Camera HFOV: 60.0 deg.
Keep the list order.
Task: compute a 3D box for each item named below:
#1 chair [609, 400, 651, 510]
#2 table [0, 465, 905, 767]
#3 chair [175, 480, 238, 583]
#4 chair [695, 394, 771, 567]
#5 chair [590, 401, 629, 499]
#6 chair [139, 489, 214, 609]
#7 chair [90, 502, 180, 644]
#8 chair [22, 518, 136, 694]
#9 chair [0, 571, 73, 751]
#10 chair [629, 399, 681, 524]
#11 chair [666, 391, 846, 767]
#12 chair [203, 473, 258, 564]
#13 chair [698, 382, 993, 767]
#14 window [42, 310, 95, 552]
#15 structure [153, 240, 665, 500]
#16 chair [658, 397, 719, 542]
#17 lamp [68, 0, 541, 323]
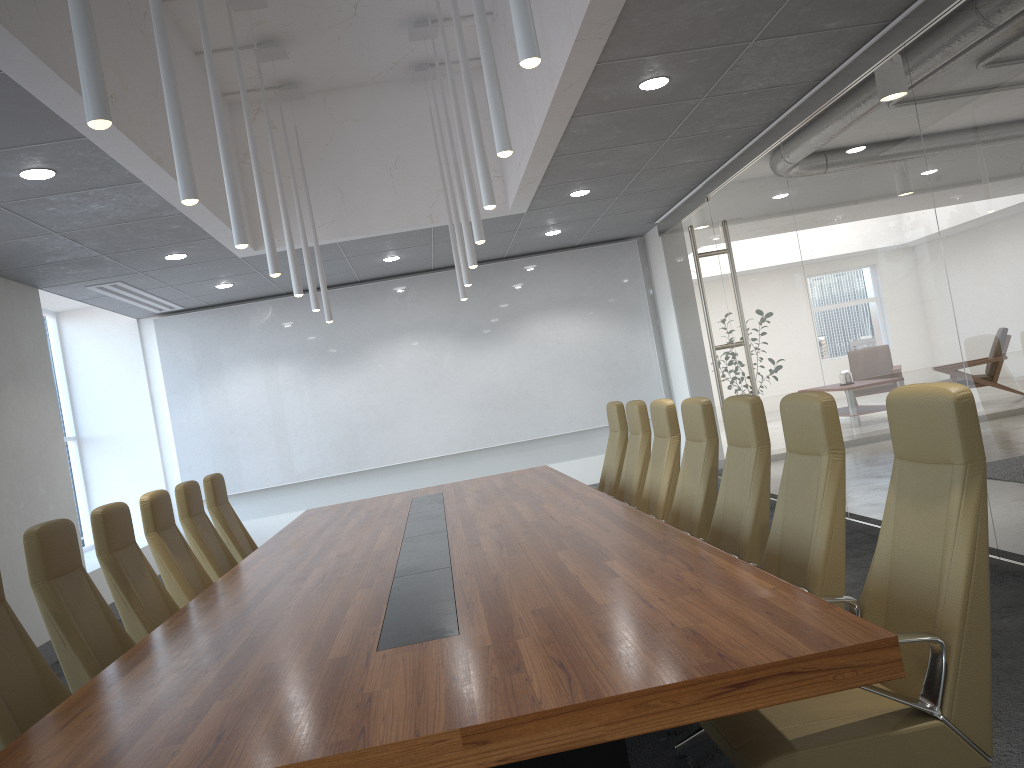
[{"bbox_3d":[0.661,0.895,6.931,0.955,1.406,0.711,-10,-1,-5],"label":"chair"},{"bbox_3d":[-0.433,1.325,5.203,2.300,0.895,6.500,-10,-1,-5],"label":"table"},{"bbox_3d":[-1.891,1.346,6.680,0.955,1.406,0.711,-10,-1,-5],"label":"chair"},{"bbox_3d":[0.875,0.824,4.537,0.955,1.406,0.711,-10,-1,-5],"label":"chair"},{"bbox_3d":[0.590,0.919,7.727,0.955,1.406,0.711,-10,-1,-5],"label":"chair"},{"bbox_3d":[-1.822,1.323,5.908,0.955,1.406,0.711,-10,-1,-5],"label":"chair"},{"bbox_3d":[-1.749,1.299,5.097,0.955,1.406,0.711,-10,-1,-5],"label":"chair"},{"bbox_3d":[-1.678,1.276,4.296,0.955,1.406,0.711,-10,-1,-5],"label":"chair"},{"bbox_3d":[-1.606,1.252,3.491,0.955,1.406,0.711,-10,-1,-5],"label":"chair"},{"bbox_3d":[0.733,0.871,6.125,0.955,1.406,0.711,-10,-1,-5],"label":"chair"},{"bbox_3d":[0.945,0.801,3.745,0.955,1.406,0.711,-10,-1,-5],"label":"chair"},{"bbox_3d":[-1.961,1.370,7.474,0.955,1.406,0.711,-10,-1,-5],"label":"chair"},{"bbox_3d":[1.085,0.765,2.940,0.955,1.406,0.711,-10,-1,-5],"label":"chair"},{"bbox_3d":[-2.008,-0.202,15.985,24.175,20.155,35.932,-10,-1,-5],"label":"window"},{"bbox_3d":[-0.688,-0.417,5.236,6.600,2.466,13.989,-10,-1,-5],"label":"structure"},{"bbox_3d":[0.804,0.848,5.333,0.955,1.406,0.711,-10,-1,-5],"label":"chair"},{"bbox_3d":[-1.022,-1.983,5.249,2.619,2.378,7.258,-10,-1,-5],"label":"lamp"}]
